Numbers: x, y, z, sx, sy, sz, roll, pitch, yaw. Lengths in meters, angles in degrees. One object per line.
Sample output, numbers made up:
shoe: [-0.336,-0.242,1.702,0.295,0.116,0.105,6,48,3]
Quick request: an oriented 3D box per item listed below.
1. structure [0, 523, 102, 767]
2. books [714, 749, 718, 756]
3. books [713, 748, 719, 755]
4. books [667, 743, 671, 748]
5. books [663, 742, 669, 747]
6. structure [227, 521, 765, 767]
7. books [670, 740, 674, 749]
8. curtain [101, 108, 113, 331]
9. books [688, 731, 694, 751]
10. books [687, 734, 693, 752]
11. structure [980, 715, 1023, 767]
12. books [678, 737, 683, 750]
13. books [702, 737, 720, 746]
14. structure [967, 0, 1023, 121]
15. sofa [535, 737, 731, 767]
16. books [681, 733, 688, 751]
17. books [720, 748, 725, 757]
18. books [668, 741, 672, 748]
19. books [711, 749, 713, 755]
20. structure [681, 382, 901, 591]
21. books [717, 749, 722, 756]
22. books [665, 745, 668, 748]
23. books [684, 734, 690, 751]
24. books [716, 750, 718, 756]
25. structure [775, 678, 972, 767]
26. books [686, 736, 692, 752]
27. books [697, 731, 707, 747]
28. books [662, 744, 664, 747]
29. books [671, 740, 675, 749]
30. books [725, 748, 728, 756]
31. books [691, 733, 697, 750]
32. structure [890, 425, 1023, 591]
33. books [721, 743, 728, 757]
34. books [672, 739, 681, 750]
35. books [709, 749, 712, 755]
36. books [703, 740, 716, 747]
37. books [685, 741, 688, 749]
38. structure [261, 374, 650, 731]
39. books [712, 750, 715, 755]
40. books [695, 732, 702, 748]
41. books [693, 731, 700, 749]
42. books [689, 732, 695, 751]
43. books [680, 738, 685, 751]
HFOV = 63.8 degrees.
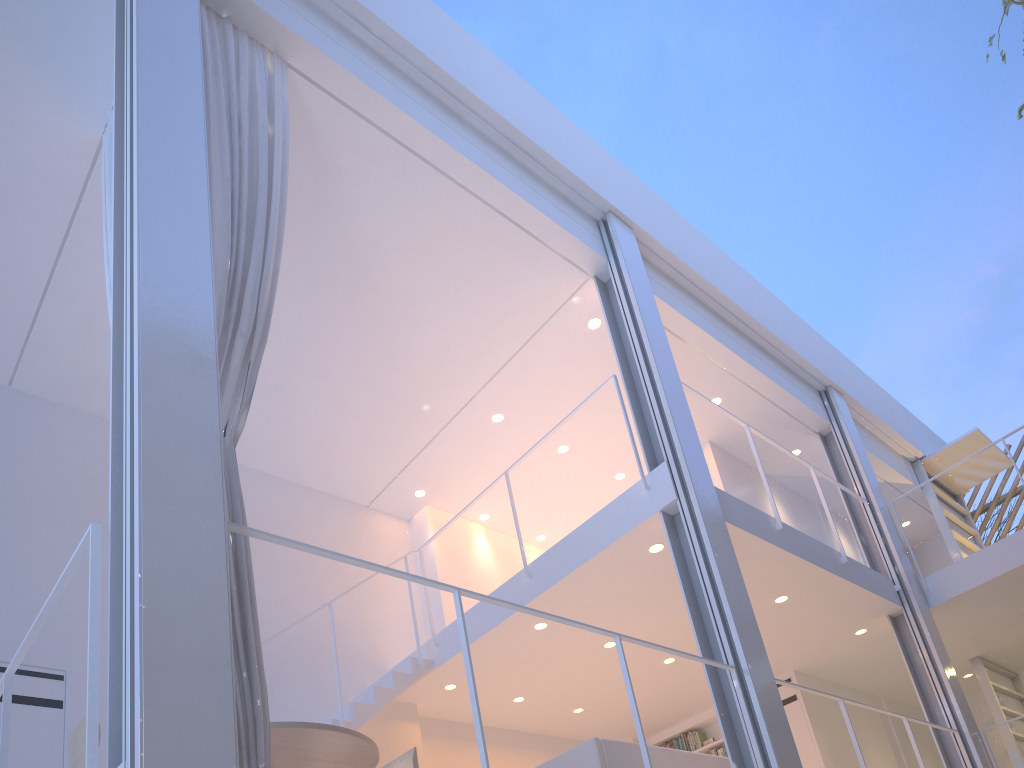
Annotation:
structure: [-1.579,1.083,1.174,1.535,1.477,1.533,18,-43,-39]
books: [1.285,2.300,5.036,0.009,0.111,0.102,-31,-36,34]
books: [-0.037,2.396,3.826,3.683,1.414,0.026,17,-37,-33]
books: [1.047,2.380,5.306,0.008,0.106,0.102,-31,-36,34]
books: [1.028,2.394,5.336,0.012,0.127,0.088,-31,-34,34]
structure: [0.121,0.798,2.000,0.031,0.464,1.816,-30,-41,34]
books: [1.065,2.361,5.296,0.027,0.120,0.089,-31,-35,34]
curtain: [-0.933,-0.075,2.017,0.103,2.001,0.572,12,-35,-42]
books: [1.159,2.263,5.197,0.010,0.120,0.096,-31,-35,34]
books: [1.153,2.273,5.197,0.006,0.106,0.102,-30,-36,34]
structure: [2.195,1.592,2.553,1.299,1.619,2.134,-30,-38,29]
books: [1.104,2.325,5.260,0.030,0.118,0.084,-32,-35,35]
books: [1.240,2.224,5.115,0.066,0.017,0.108,16,-45,-30]
structure: [1.318,-1.080,1.734,0.805,2.247,2.581,-27,-35,27]
sofa: [0.498,1.613,3.050,1.051,0.307,0.559,25,-48,-37]
books: [1.123,2.297,5.235,0.016,0.126,0.093,-31,-35,34]
books: [-0.038,2.353,3.801,3.728,1.346,0.033,17,-37,-32]
books: [1.059,2.367,5.302,0.027,0.120,0.089,-31,-35,34]
books: [-0.040,2.398,3.828,3.684,1.413,0.026,18,-37,-33]
structure: [1.277,0.503,3.697,0.031,0.464,1.819,-30,-41,34]
books: [-0.040,2.363,3.788,3.747,1.373,0.039,18,-37,-33]
books: [1.038,2.392,5.316,0.023,0.102,0.098,-31,-36,34]
books: [1.137,2.288,5.219,0.011,0.116,0.095,-31,-35,34]
books: [-0.050,2.406,3.824,3.703,1.401,0.028,17,-37,-32]
structure: [1.499,1.517,3.219,0.031,0.464,1.819,-30,-41,34]
books: [1.150,2.286,5.207,0.020,0.100,0.091,-31,-36,34]
books: [1.202,2.238,5.164,0.007,0.107,0.077,-31,-34,34]
books: [1.020,2.405,5.341,0.012,0.120,0.092,-31,-35,34]
books: [1.071,2.355,5.290,0.027,0.120,0.089,-31,-35,34]
books: [1.335,2.266,4.995,0.007,0.099,0.086,-31,-35,34]
books: [1.174,2.257,5.178,0.016,0.102,0.099,-31,-36,34]
structure: [2.445,0.477,3.930,0.029,0.468,1.286,9,-40,-39]
books: [-0.040,2.379,3.809,3.716,1.421,0.035,16,-36,-31]
books: [1.077,2.349,5.284,0.027,0.120,0.089,-31,-35,34]
books: [1.261,2.323,5.071,0.012,0.127,0.088,-31,-34,34]
books: [1.245,2.244,5.112,0.067,0.017,0.106,20,-47,-34]
books: [1.136,2.303,5.224,0.007,0.099,0.086,-31,-35,34]
structure: [-1.243,1.047,1.989,3.905,2.740,1.929,22,-44,-40]
books: [-0.045,2.405,3.832,3.685,1.410,0.027,17,-37,-33]
books: [1.192,2.241,5.161,0.007,0.100,0.096,-31,-36,34]
books: [1.182,2.245,5.168,0.016,0.106,0.101,-31,-36,34]
books: [1.164,2.260,5.187,0.009,0.111,0.102,-31,-36,34]
books: [1.115,2.316,5.240,0.016,0.104,0.095,-31,-36,34]
